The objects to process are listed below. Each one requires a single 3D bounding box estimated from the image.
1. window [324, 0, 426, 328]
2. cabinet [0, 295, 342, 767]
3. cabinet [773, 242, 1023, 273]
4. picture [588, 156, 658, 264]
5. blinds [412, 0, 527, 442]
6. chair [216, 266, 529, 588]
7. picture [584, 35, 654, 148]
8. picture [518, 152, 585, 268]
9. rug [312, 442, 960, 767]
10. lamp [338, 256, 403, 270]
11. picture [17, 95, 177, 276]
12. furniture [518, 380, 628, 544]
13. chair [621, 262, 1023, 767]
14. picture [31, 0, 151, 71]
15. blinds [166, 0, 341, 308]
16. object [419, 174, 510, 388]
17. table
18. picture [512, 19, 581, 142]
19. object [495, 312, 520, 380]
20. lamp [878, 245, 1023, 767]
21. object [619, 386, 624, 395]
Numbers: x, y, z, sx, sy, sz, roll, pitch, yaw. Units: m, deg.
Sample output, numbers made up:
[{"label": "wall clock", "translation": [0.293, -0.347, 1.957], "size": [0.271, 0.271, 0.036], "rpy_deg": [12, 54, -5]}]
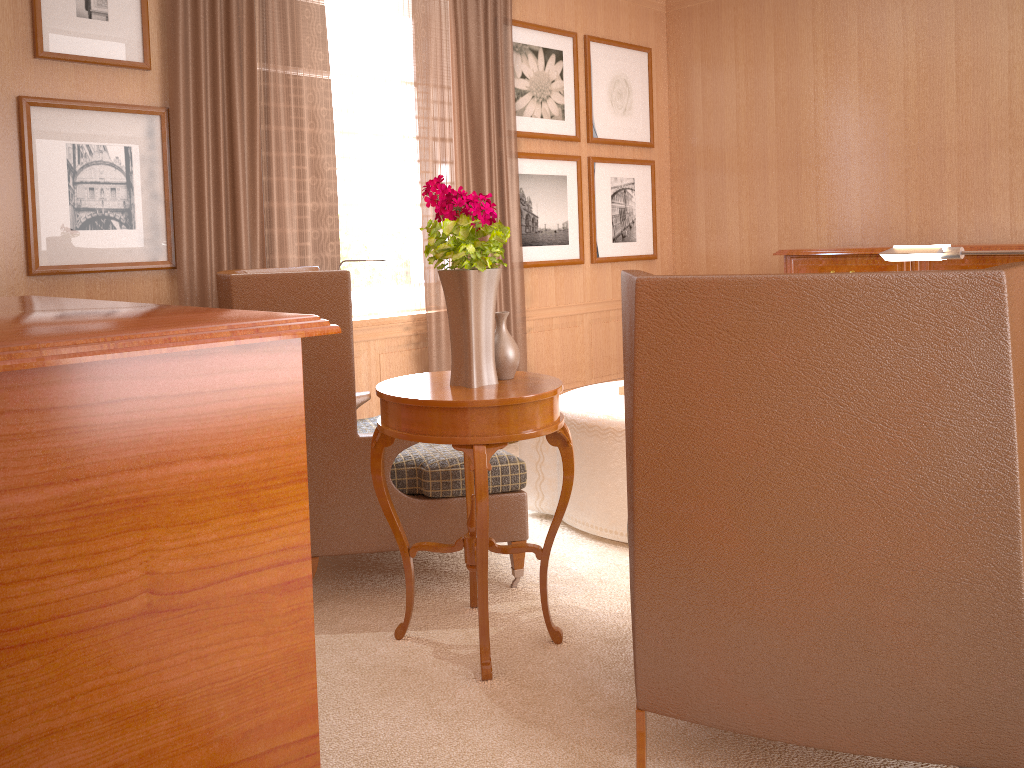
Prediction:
[{"label": "window", "translation": [-1.620, -2.258, 8.418], "size": [2.449, 3.360, 0.847], "rpy_deg": [-7, 5, -44]}, {"label": "cabinet", "translation": [-1.914, 0.739, 3.018], "size": [1.425, 1.931, 2.775], "rpy_deg": [-7, 8, -44]}, {"label": "cabinet", "translation": [4.124, -0.353, 8.405], "size": [1.425, 1.931, 2.775], "rpy_deg": [-7, 8, -44]}, {"label": "picture", "translation": [1.369, -2.119, 10.729], "size": [1.258, 1.242, 0.048], "rpy_deg": [-8, 6, -44]}, {"label": "blinds", "translation": [-0.405, -1.708, 8.864], "size": [0.267, 4.765, 1.455], "rpy_deg": [0, 4, 45]}, {"label": "chair", "translation": [-1.036, 0.197, 5.917], "size": [1.724, 1.962, 1.924], "rpy_deg": [-4, 6, -19]}, {"label": "picture", "translation": [1.319, -3.517, 10.671], "size": [1.258, 1.242, 0.048], "rpy_deg": [-8, 6, -44]}, {"label": "picture", "translation": [0.361, -1.924, 9.752], "size": [1.258, 1.242, 0.048], "rpy_deg": [-8, 6, -44]}, {"label": "rug", "translation": [1.587, 1.226, 5.170], "size": [6.041, 0.020, 7.984], "rpy_deg": [-11, 13, -43]}, {"label": "lamp", "translation": [-1.051, 0.032, 6.773], "size": [0.629, 2.016, 0.567], "rpy_deg": [-2, 3, 8]}, {"label": "picture", "translation": [-3.016, -1.446, 6.479], "size": [1.056, 1.242, 0.048], "rpy_deg": [-7, 5, -44]}, {"label": "furniture", "translation": [1.286, 0.516, 6.743], "size": [1.956, 0.894, 1.966], "rpy_deg": [6, 11, 43]}, {"label": "chair", "translation": [1.254, 0.499, 3.578], "size": [1.909, 1.963, 1.737], "rpy_deg": [0, 6, 21]}, {"label": "picture", "translation": [-3.064, -2.814, 6.422], "size": [0.810, 0.952, 0.048], "rpy_deg": [-7, 5, -44]}, {"label": "blinds", "translation": [-2.069, -1.381, 7.247], "size": [1.435, 4.775, 0.266], "rpy_deg": [-5, 4, -43]}, {"label": "object", "translation": [-0.219, -0.543, 4.583], "size": [0.456, 1.083, 0.528], "rpy_deg": [1, 5, 44]}, {"label": "table", "translation": [-0.204, 0.679, 4.639], "size": [0.930, 1.365, 1.042], "rpy_deg": [-5, 6, -36]}, {"label": "picture", "translation": [0.312, -3.323, 9.695], "size": [1.258, 1.242, 0.048], "rpy_deg": [-8, 6, -44]}, {"label": "object", "translation": [-0.054, -0.207, 4.733], "size": [0.186, 0.356, 0.187], "rpy_deg": [-3, 4, -11]}, {"label": "lamp", "translation": [1.855, 0.455, 3.545], "size": [0.629, 2.021, 0.567], "rpy_deg": [-1, 3, 17]}, {"label": "object", "translation": [1.325, 0.028, 6.782], "size": [0.806, 0.059, 0.641], "rpy_deg": [-11, 13, -43]}]
